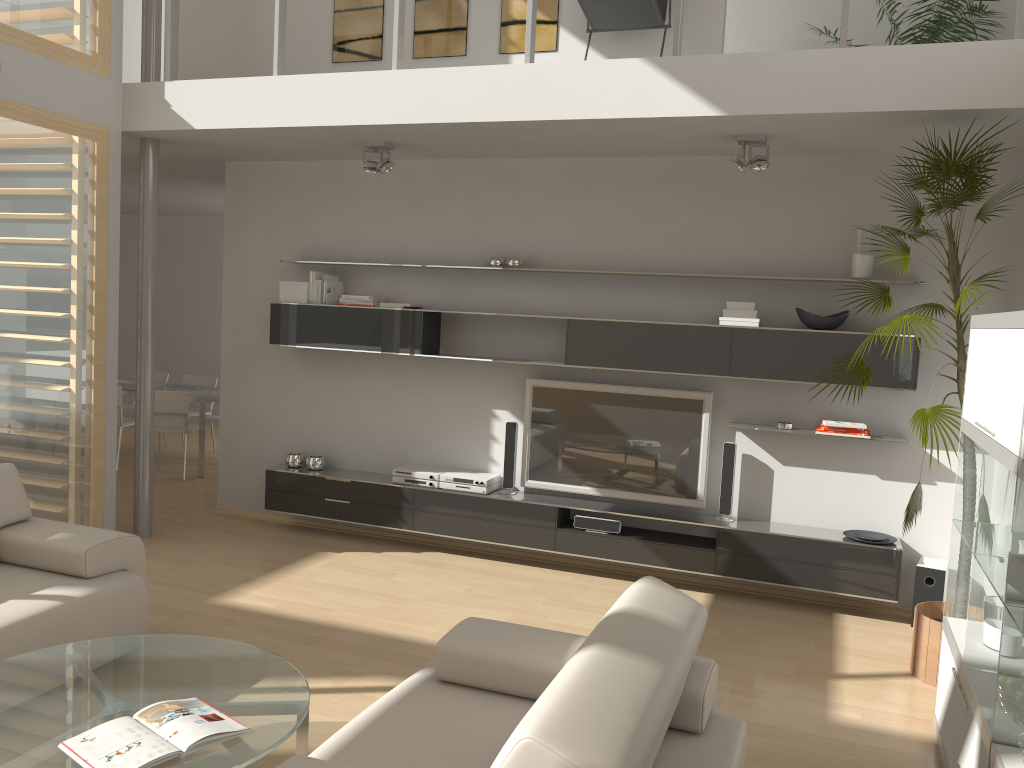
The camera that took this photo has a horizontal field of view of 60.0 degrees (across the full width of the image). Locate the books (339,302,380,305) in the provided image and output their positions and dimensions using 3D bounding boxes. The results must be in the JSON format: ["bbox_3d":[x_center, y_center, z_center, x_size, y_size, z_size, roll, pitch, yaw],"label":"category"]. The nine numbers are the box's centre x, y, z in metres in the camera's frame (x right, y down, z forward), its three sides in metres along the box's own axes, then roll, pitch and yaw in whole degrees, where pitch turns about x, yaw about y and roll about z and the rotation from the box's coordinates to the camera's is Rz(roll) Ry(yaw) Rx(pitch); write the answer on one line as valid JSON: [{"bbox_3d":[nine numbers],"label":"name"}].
[{"bbox_3d":[-1.041,-0.562,6.210,0.268,0.011,0.190,5,5,21],"label":"books"}]

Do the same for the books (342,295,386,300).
[{"bbox_3d":[-1.035,-0.607,6.215,0.227,0.017,0.230,4,5,15],"label":"books"}]

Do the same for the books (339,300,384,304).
[{"bbox_3d":[-1.051,-0.576,6.211,0.254,0.015,0.190,4,5,16],"label":"books"}]

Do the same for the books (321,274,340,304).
[{"bbox_3d":[-1.295,-0.670,6.316,0.021,0.210,0.207,5,5,20],"label":"books"}]

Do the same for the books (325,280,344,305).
[{"bbox_3d":[-1.263,-0.649,6.321,0.023,0.169,0.230,5,5,20],"label":"books"}]

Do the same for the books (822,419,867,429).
[{"bbox_3d":[1.947,0.233,5.204,0.227,0.017,0.230,4,5,15],"label":"books"}]

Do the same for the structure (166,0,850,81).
[{"bbox_3d":[0.101,-2.167,4.790,5.400,0.900,0.080,5,5,20],"label":"structure"}]

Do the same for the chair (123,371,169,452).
[{"bbox_3d":[-4.082,0.282,9.646,0.455,0.807,0.501,5,5,20],"label":"chair"}]

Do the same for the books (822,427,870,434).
[{"bbox_3d":[1.959,0.264,5.212,0.254,0.015,0.190,4,5,16],"label":"books"}]

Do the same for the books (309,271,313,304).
[{"bbox_3d":[-1.380,-0.686,6.352,0.017,0.227,0.230,5,5,20],"label":"books"}]

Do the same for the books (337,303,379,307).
[{"bbox_3d":[-1.039,-0.550,6.210,0.297,0.013,0.210,5,5,20],"label":"books"}]

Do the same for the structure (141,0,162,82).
[{"bbox_3d":[-2.338,-3.127,5.791,0.121,2.400,0.122,4,5,8],"label":"structure"}]

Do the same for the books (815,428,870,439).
[{"bbox_3d":[1.944,0.288,5.218,0.296,0.013,0.210,5,5,20],"label":"books"}]

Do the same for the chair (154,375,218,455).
[{"bbox_3d":[-3.476,0.330,9.438,0.455,0.807,0.501,5,5,20],"label":"chair"}]

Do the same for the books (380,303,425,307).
[{"bbox_3d":[-0.753,-0.545,6.116,0.230,0.017,0.227,5,5,20],"label":"books"}]

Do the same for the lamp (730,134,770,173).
[{"bbox_3d":[1.311,-1.260,4.875,0.214,0.195,0.150,5,5,20],"label":"lamp"}]

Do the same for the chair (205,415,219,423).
[{"bbox_3d":[-2.885,0.381,9.191,0.455,0.807,0.501,5,5,20],"label":"chair"}]

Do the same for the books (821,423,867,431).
[{"bbox_3d":[1.953,0.249,5.216,0.254,0.015,0.190,5,5,21],"label":"books"}]

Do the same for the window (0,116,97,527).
[{"bbox_3d":[-3.081,-0.190,4.419,0.020,2.500,2.525,5,5,20],"label":"window"}]

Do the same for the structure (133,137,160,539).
[{"bbox_3d":[-2.483,-0.290,6.021,0.121,2.700,0.122,4,5,8],"label":"structure"}]

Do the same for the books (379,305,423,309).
[{"bbox_3d":[-0.764,-0.530,6.126,0.190,0.015,0.254,5,5,26],"label":"books"}]

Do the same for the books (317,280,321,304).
[{"bbox_3d":[-1.315,-0.653,6.337,0.027,0.169,0.230,5,5,20],"label":"books"}]

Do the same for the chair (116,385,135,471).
[{"bbox_3d":[-3.814,0.386,8.543,0.455,0.807,0.501,4,5,15],"label":"chair"}]

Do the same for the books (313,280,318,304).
[{"bbox_3d":[-1.344,-0.654,6.339,0.027,0.169,0.230,5,5,20],"label":"books"}]

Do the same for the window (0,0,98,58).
[{"bbox_3d":[-2.935,-3.027,4.189,0.020,2.200,2.525,5,5,20],"label":"window"}]

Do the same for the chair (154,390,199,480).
[{"bbox_3d":[-3.166,0.441,8.267,0.455,0.807,0.501,3,5,0],"label":"chair"}]

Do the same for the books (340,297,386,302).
[{"bbox_3d":[-1.044,-0.590,6.205,0.254,0.015,0.190,5,5,21],"label":"books"}]

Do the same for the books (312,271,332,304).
[{"bbox_3d":[-1.360,-0.685,6.352,0.017,0.227,0.230,5,5,20],"label":"books"}]

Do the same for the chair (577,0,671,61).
[{"bbox_3d":[0.673,-2.144,5.333,0.628,0.825,0.537,5,5,20],"label":"chair"}]

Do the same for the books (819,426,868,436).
[{"bbox_3d":[1.948,0.277,5.215,0.268,0.011,0.190,5,5,21],"label":"books"}]

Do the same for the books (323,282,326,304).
[{"bbox_3d":[-1.282,-0.643,6.314,0.009,0.156,0.207,5,5,20],"label":"books"}]

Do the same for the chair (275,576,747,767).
[{"bbox_3d":[-0.005,1.056,2.451,1.165,0.846,1.562,5,5,20],"label":"chair"}]

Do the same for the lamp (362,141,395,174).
[{"bbox_3d":[-0.846,-1.433,5.646,0.214,0.195,0.150,5,5,20],"label":"lamp"}]

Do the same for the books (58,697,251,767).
[{"bbox_3d":[-1.044,1.027,2.610,0.297,0.037,0.440,7,6,40],"label":"books"}]
